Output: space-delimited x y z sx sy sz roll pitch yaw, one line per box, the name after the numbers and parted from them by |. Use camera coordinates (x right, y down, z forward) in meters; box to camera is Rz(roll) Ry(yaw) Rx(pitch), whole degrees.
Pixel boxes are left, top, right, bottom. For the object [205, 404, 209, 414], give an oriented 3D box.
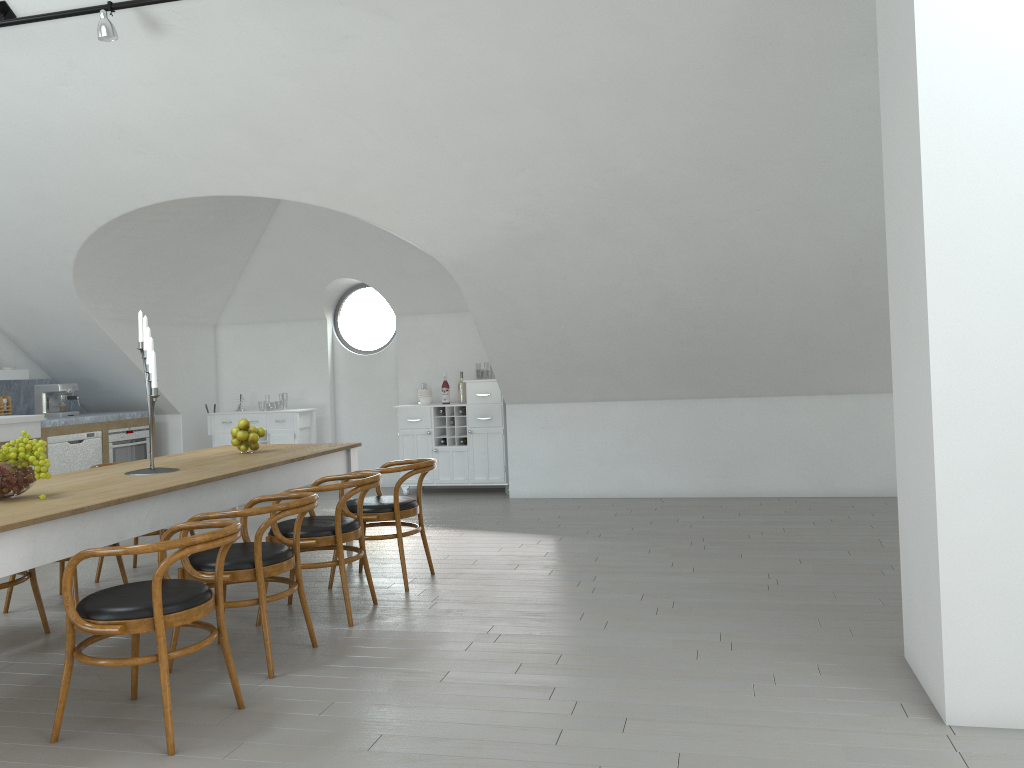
-3.249 0.348 9.529 0.088 0.269 0.029 -2 -1 -13 | object

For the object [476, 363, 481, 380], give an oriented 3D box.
-0.343 -0.126 9.079 0.048 0.169 0.048 -2 -1 -44 | object

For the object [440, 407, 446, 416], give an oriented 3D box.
-0.678 0.278 9.159 0.092 0.094 0.359 -2 1 14 | object

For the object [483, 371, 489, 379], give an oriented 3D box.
-0.276 -0.087 9.070 0.077 0.085 0.077 -2 0 21 | object

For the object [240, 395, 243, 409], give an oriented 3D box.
-2.958 0.199 9.700 0.039 0.164 0.024 -3 -1 26 | object

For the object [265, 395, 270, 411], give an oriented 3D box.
-2.611 0.204 9.466 0.048 0.169 0.048 -2 -1 1 | object

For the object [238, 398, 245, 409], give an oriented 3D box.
-2.973 0.213 9.722 0.097 0.137 0.029 -2 -1 17 | object

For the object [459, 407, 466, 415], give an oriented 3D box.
-0.478 0.276 9.102 0.087 0.085 0.360 -2 1 13 | object

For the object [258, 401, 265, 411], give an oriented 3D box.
-2.653 0.239 9.397 0.081 0.105 0.082 -2 0 27 | object

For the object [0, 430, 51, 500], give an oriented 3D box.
-2.125 0.339 3.681 0.394 0.284 0.292 -2 0 -23 | object

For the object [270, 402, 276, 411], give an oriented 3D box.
-2.543 0.239 9.502 0.094 0.093 0.093 -2 0 1 | object

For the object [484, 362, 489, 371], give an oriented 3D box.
-0.264 -0.137 9.202 0.054 0.179 0.054 -2 -1 8 | object

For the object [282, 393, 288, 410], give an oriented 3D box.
-2.420 0.188 9.455 0.063 0.187 0.063 -2 0 -1 | object

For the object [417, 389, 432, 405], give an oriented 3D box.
-0.902 0.138 9.219 0.154 0.160 0.158 -2 0 42 | object

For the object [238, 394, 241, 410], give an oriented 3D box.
-2.986 0.198 9.722 0.039 0.175 0.054 -2 -1 13 | object

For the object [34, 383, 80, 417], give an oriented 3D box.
-4.366 0.158 8.624 0.386 0.320 0.324 -2 0 13 | object

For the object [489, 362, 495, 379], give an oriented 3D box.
-0.200 -0.143 9.205 0.063 0.187 0.063 -2 0 0 | object

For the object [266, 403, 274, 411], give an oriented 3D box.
-2.568 0.245 9.414 0.077 0.085 0.077 -2 0 1 | object

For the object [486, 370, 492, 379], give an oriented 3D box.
-0.230 -0.097 9.140 0.071 0.099 0.071 -2 0 22 | object

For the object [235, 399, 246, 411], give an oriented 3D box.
-2.976 0.233 9.714 0.101 0.138 0.067 -2 0 13 | object

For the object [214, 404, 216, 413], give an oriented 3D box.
-3.196 0.346 9.516 0.088 0.269 0.029 -3 -1 40 | object

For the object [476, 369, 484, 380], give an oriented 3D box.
-0.324 -0.094 8.999 0.082 0.105 0.081 -2 0 -38 | object

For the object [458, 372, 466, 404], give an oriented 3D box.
-0.515 0.038 9.148 0.085 0.331 0.085 -2 -1 -28 | object

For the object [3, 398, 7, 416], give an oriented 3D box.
-4.732 0.229 8.275 0.040 0.192 0.042 -2 -1 -26 | object

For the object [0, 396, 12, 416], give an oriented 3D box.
-4.778 0.223 8.251 0.104 0.223 0.200 -2 0 13 | object

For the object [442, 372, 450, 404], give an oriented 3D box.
-0.688 0.045 9.195 0.081 0.330 0.081 -2 -1 9 | object

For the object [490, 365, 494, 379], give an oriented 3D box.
-0.199 -0.121 9.047 0.046 0.143 0.046 -2 -1 25 | object

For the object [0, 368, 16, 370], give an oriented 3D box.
-4.799 -0.135 8.374 0.213 0.025 0.213 -2 1 1 | object

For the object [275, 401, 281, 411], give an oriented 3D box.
-2.487 0.235 9.430 0.071 0.099 0.071 -2 0 37 | object

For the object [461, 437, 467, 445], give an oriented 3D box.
-0.469 0.580 9.105 0.081 0.081 0.358 -2 1 11 | object

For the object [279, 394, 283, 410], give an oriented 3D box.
-2.468 0.193 9.497 0.054 0.179 0.054 -2 -1 -9 | object

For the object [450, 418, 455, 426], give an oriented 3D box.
-0.574 0.386 9.140 0.085 0.085 0.331 -2 1 13 | object

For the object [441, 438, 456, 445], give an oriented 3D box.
-0.636 0.583 9.151 0.156 0.085 0.331 -2 1 14 | object
